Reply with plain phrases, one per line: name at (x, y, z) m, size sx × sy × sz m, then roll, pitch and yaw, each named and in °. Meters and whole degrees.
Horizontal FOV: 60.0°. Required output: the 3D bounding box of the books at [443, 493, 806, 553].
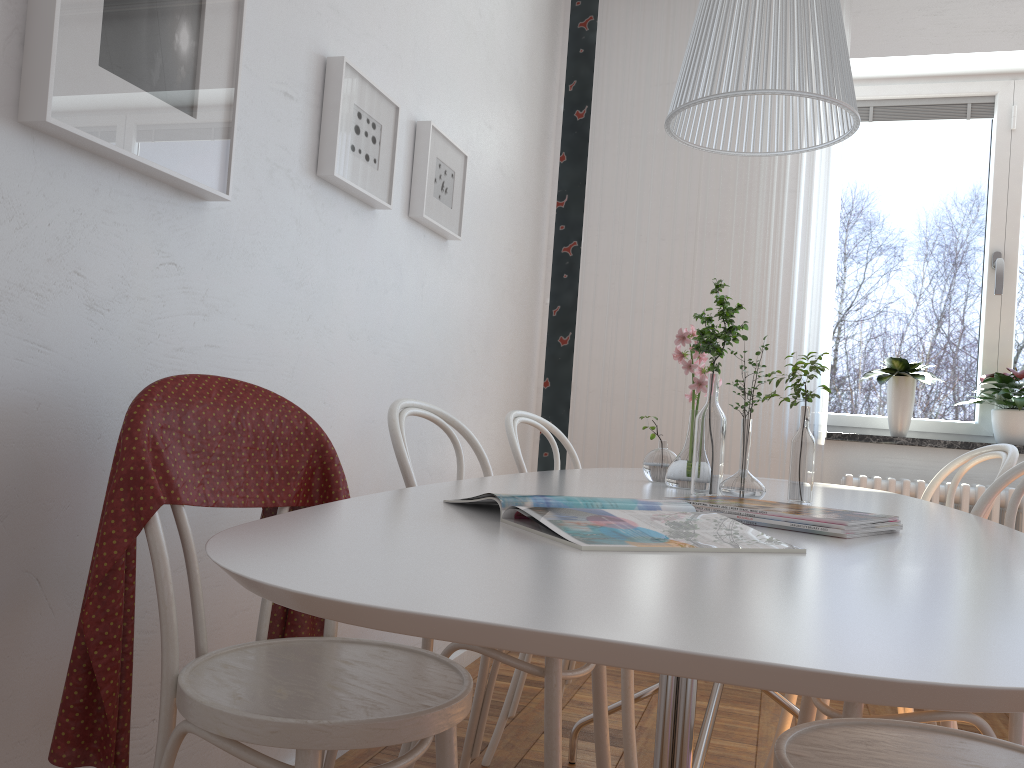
books at (0.109, 0.154, 1.064) m, size 0.266 × 0.029 × 0.405 m, roll 5°, pitch -3°, yaw -23°

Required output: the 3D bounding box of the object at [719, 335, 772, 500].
object at (0.432, 0.061, 1.628) m, size 0.084 × 0.308 × 0.084 m, roll 5°, pitch -2°, yaw -28°

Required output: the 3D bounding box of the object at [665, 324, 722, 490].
object at (0.392, 0.048, 1.886) m, size 0.111 × 0.348 × 0.108 m, roll 5°, pitch -1°, yaw -14°

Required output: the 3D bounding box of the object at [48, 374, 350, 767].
object at (-0.459, 0.276, 1.387) m, size 0.201 × 0.579 × 0.492 m, roll 3°, pitch -2°, yaw 32°

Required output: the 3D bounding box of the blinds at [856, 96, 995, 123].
blinds at (2.761, -1.086, 3.398) m, size 2.844 × 0.098 × 0.015 m, roll 3°, pitch -2°, yaw 17°

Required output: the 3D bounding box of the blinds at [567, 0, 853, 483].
blinds at (0.781, -0.355, 3.642) m, size 1.037 × 2.885 × 0.055 m, roll 4°, pitch -1°, yaw 17°

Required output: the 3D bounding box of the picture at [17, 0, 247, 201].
picture at (-0.585, -0.612, 1.442) m, size 0.050 × 0.524 × 0.431 m, roll 4°, pitch -2°, yaw 17°

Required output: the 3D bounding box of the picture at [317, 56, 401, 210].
picture at (-0.365, -0.597, 2.155) m, size 0.047 × 0.273 × 0.312 m, roll 4°, pitch -2°, yaw 17°

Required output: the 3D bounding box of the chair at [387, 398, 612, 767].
chair at (-0.018, 0.501, 1.801) m, size 0.520 × 0.917 × 0.448 m, roll 4°, pitch -2°, yaw 17°

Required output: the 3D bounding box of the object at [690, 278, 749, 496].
object at (0.391, 0.005, 1.706) m, size 0.107 × 0.419 × 0.111 m, roll 4°, pitch -1°, yaw 6°

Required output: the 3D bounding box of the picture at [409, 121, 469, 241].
picture at (-0.213, -0.597, 2.644) m, size 0.047 × 0.273 × 0.312 m, roll 4°, pitch -2°, yaw 17°

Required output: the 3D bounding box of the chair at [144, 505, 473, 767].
chair at (-0.303, 0.460, 1.288) m, size 0.520 × 0.917 × 0.448 m, roll 3°, pitch -2°, yaw 27°

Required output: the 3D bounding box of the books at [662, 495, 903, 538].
books at (0.380, 0.186, 1.262) m, size 0.278 × 0.022 × 0.204 m, roll 2°, pitch -3°, yaw 44°

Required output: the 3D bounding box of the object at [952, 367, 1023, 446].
object at (1.946, 0.083, 3.440) m, size 0.380 × 0.308 × 0.371 m, roll 4°, pitch -2°, yaw -8°

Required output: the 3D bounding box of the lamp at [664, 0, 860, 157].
lamp at (0.440, -1.144, 1.399) m, size 0.293 × 1.496 × 0.293 m, roll 5°, pitch -2°, yaw -28°

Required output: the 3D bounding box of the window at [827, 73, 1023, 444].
window at (2.706, -0.468, 3.350) m, size 3.019 × 1.510 × 0.151 m, roll 4°, pitch -1°, yaw 17°

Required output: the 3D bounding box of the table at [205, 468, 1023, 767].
table at (0.345, 0.593, 1.577) m, size 0.931 × 0.769 × 2.291 m, roll 4°, pitch -2°, yaw 17°

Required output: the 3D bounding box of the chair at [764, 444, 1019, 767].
chair at (2.521, 0.486, 2.109) m, size 3.694 × 1.342 × 0.448 m, roll 4°, pitch -1°, yaw 2°

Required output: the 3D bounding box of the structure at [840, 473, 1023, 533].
structure at (1.668, 0.678, 3.279) m, size 0.972 × 0.623 × 0.224 m, roll 4°, pitch -2°, yaw 17°

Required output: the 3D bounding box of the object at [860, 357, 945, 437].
object at (1.551, 0.053, 3.506) m, size 0.292 × 0.315 × 0.354 m, roll 4°, pitch -2°, yaw 8°

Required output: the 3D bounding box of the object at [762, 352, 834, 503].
object at (0.563, 0.082, 1.728) m, size 0.098 × 0.294 × 0.146 m, roll 5°, pitch -2°, yaw -39°

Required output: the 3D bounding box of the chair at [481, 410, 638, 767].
chair at (0.213, 0.544, 2.417) m, size 0.520 × 0.917 × 0.448 m, roll 4°, pitch -2°, yaw 22°

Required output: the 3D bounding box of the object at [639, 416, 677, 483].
object at (0.334, 0.149, 2.030) m, size 0.112 × 0.151 × 0.087 m, roll 3°, pitch -2°, yaw 40°
